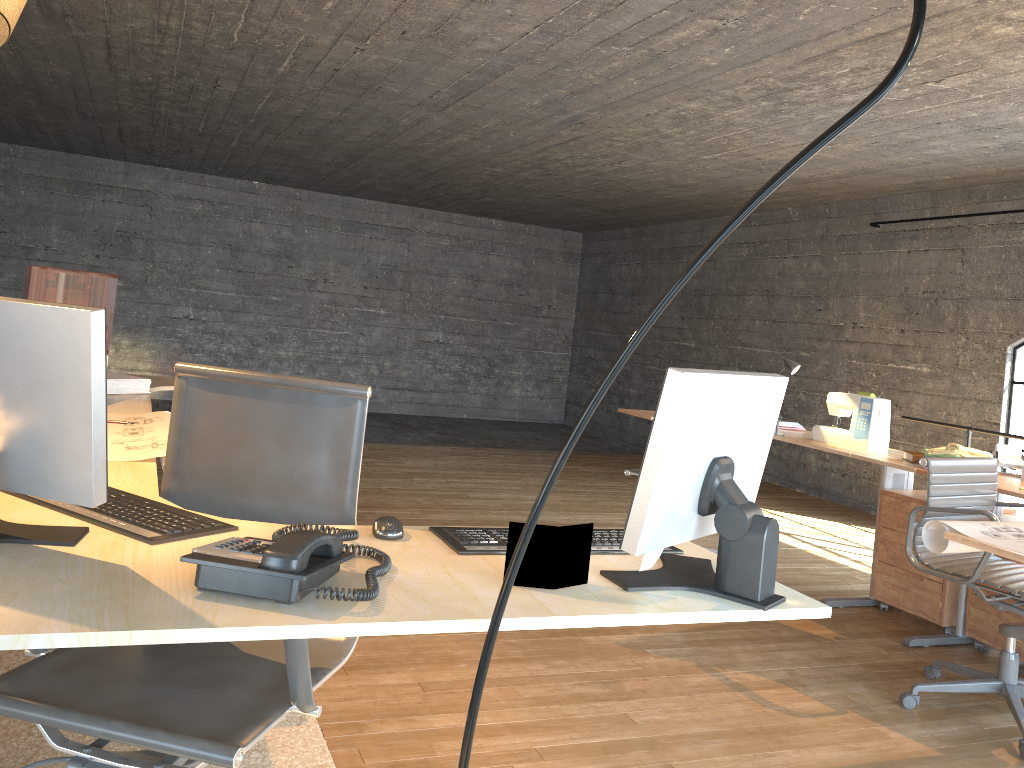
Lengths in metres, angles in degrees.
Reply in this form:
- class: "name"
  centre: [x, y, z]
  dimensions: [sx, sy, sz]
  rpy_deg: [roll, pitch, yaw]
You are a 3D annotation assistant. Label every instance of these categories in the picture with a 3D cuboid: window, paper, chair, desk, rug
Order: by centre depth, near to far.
- class: "paper"
  centre: [0.249, 0.288, 1.551]
  dimensions: [0.018, 0.074, 0.077]
  rpy_deg: [5, 0, 37]
- class: "chair"
  centre: [-0.566, 0.496, 1.623]
  dimensions: [0.654, 1.017, 0.683]
  rpy_deg: [6, 0, 11]
- class: "rug"
  centre: [-1.255, 0.897, 2.104]
  dimensions: [1.595, 0.005, 2.211]
  rpy_deg: [4, 4, -23]
- class: "window"
  centre: [3.185, 0.249, 2.218]
  dimensions: [3.199, 1.872, 6.923]
  rpy_deg: [7, 4, 27]
- class: "paper"
  centre: [1.652, 0.465, 2.369]
  dimensions: [0.848, 0.114, 0.584]
  rpy_deg: [5, 4, -23]
- class: "paper"
  centre: [-1.228, 0.151, 2.491]
  dimensions: [0.579, 0.114, 0.855]
  rpy_deg: [5, 4, -23]
- class: "desk"
  centre: [-1.645, 0.464, 2.496]
  dimensions: [3.247, 0.739, 3.486]
  rpy_deg: [5, 4, -23]
- class: "chair"
  centre: [1.766, 0.726, 3.076]
  dimensions: [0.650, 0.860, 0.688]
  rpy_deg: [6, 0, -36]
- class: "desk"
  centre: [1.439, 0.706, 3.790]
  dimensions: [1.629, 0.739, 3.525]
  rpy_deg: [5, 4, -22]
- class: "chair"
  centre: [0.922, 0.458, 4.598]
  dimensions: [0.688, 1.017, 0.649]
  rpy_deg: [6, 0, 36]

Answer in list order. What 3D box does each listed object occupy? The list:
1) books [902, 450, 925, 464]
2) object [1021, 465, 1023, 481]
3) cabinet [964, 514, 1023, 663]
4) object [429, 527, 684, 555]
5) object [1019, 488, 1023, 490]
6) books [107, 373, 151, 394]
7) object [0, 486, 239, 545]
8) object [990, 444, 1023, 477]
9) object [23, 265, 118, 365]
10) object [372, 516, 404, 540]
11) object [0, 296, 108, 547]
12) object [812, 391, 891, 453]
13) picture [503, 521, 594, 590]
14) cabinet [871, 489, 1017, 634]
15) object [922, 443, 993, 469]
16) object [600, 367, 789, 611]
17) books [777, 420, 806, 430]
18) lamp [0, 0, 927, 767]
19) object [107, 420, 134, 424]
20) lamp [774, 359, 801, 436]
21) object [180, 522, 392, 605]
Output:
- class: "books"
  centre: [1.961, 0.344, 4.076]
  dimensions: [0.291, 0.054, 0.260]
  rpy_deg: [7, 4, 18]
- class: "object"
  centre: [2.247, 0.354, 3.813]
  dimensions: [0.133, 0.129, 0.039]
  rpy_deg: [6, -1, -27]
- class: "cabinet"
  centre: [2.205, 0.879, 3.655]
  dimensions: [0.471, 0.573, 0.426]
  rpy_deg: [6, 0, -15]
- class: "object"
  centre: [0.092, 0.317, 1.799]
  dimensions: [0.488, 0.011, 0.188]
  rpy_deg: [4, 4, -23]
- class: "object"
  centre: [2.060, 0.415, 3.506]
  dimensions: [0.146, 0.007, 0.008]
  rpy_deg: [4, 2, -30]
- class: "books"
  centre: [-1.618, -0.003, 3.477]
  dimensions: [0.222, 0.058, 0.308]
  rpy_deg: [8, 4, 28]
- class: "object"
  centre: [-0.761, 0.234, 1.686]
  dimensions: [0.493, 0.011, 0.186]
  rpy_deg: [8, 4, 32]
- class: "object"
  centre: [2.201, 0.339, 3.913]
  dimensions: [0.155, 0.136, 0.098]
  rpy_deg: [6, 0, 12]
- class: "object"
  centre: [-1.563, -0.171, 3.079]
  dimensions: [0.268, 0.459, 0.223]
  rpy_deg: [6, -1, -33]
- class: "object"
  centre: [-0.241, 0.276, 1.718]
  dimensions: [0.059, 0.034, 0.101]
  rpy_deg: [6, 3, -13]
- class: "object"
  centre: [-0.860, 0.050, 1.427]
  dimensions: [0.471, 0.391, 0.285]
  rpy_deg: [7, 0, 17]
- class: "object"
  centre: [1.728, 0.176, 4.492]
  dimensions: [0.136, 0.285, 0.404]
  rpy_deg: [6, 2, -23]
- class: "picture"
  centre: [0.068, 0.288, 1.483]
  dimensions: [0.158, 0.105, 0.032]
  rpy_deg: [5, -1, -22]
- class: "cabinet"
  centre: [2.025, 0.828, 4.141]
  dimensions: [0.424, 0.573, 0.427]
  rpy_deg: [6, 0, -25]
- class: "object"
  centre: [1.922, 0.319, 3.811]
  dimensions: [0.254, 0.130, 0.254]
  rpy_deg: [5, 3, -20]
- class: "object"
  centre: [0.361, 0.168, 1.603]
  dimensions: [0.287, 0.391, 0.467]
  rpy_deg: [6, 1, 37]
- class: "books"
  centre: [1.560, 0.230, 5.234]
  dimensions: [0.318, 0.044, 0.307]
  rpy_deg: [7, 4, 12]
- class: "lamp"
  centre: [1.275, 0.287, 0.719]
  dimensions: [6.260, 1.939, 0.383]
  rpy_deg: [7, -1, 23]
- class: "object"
  centre: [-1.233, 0.116, 2.721]
  dimensions: [0.125, 0.009, 0.012]
  rpy_deg: [5, 2, -10]
- class: "lamp"
  centre: [1.431, 0.065, 4.750]
  dimensions: [0.105, 0.410, 0.208]
  rpy_deg: [7, -1, -37]
- class: "object"
  centre: [-0.316, 0.262, 1.447]
  dimensions: [0.279, 0.081, 0.411]
  rpy_deg: [7, 4, 9]
